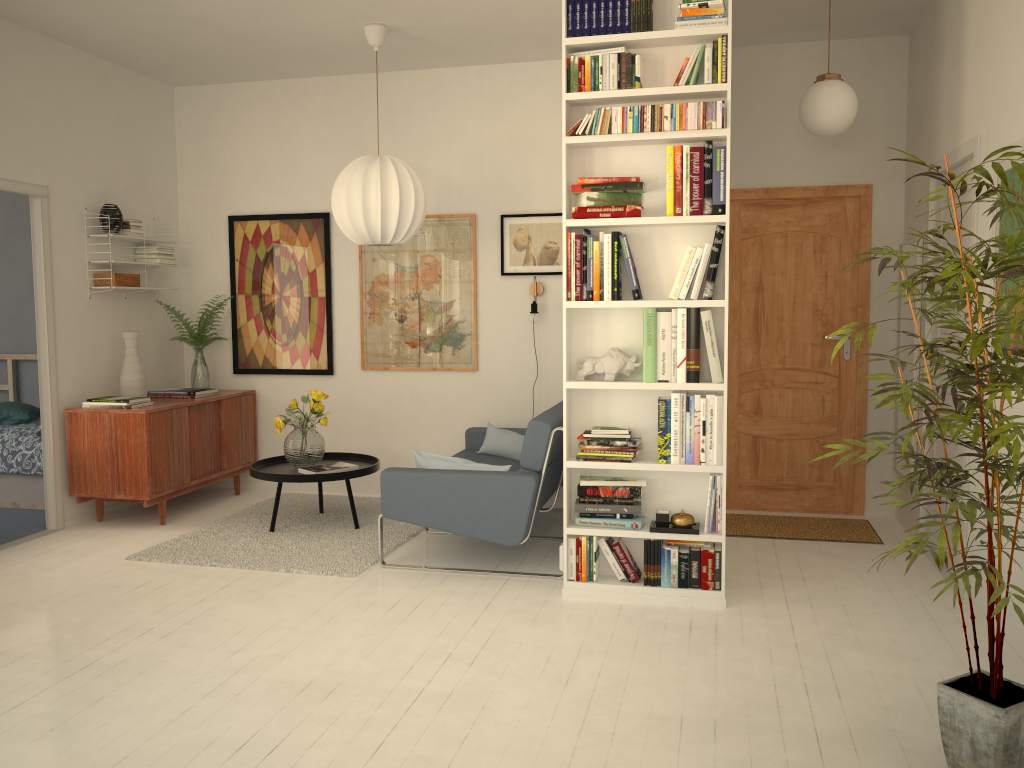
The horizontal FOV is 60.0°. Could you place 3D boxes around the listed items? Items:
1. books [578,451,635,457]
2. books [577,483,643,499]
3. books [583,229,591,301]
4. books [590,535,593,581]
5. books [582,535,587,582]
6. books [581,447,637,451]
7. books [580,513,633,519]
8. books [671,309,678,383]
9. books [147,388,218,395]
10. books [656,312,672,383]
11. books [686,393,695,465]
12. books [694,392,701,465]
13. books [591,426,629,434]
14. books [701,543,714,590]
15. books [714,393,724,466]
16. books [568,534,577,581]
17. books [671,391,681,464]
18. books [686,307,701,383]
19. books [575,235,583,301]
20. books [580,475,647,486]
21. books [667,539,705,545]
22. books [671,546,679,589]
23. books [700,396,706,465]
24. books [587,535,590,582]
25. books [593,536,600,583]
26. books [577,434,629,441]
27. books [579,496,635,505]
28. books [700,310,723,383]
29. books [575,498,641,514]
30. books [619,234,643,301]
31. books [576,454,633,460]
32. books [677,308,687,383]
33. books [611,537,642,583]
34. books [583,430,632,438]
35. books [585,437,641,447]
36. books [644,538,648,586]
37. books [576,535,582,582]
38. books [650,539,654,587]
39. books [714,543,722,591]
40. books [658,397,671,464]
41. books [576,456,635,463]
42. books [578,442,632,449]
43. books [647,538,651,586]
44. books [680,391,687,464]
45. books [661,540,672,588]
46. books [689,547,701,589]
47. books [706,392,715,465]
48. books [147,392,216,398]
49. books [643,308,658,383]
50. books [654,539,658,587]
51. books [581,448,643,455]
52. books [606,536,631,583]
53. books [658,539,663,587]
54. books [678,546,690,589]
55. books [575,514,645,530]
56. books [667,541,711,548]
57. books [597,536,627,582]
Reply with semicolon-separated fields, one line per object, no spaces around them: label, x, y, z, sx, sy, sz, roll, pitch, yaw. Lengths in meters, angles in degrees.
books;0.438;0.309;4.023;0.248;0.009;0.171;1;5;16
books;0.452;0.475;4.043;0.285;0.047;0.185;1;5;13
books;0.341;-0.531;3.988;0.021;0.317;0.179;1;5;13
books;0.380;0.780;4.091;0.021;0.215;0.174;1;5;13
books;0.345;0.784;4.085;0.020;0.210;0.185;1;5;13
books;0.443;0.285;4.027;0.250;0.008;0.135;0;5;10
books;0.436;0.584;4.070;0.241;0.024;0.168;0;5;8
books;0.728;-0.174;3.949;0.023;0.321;0.235;1;5;13
books;-2.213;0.050;5.971;0.368;0.020;0.255;1;5;16
books;0.681;-0.165;3.942;0.065;0.311;0.200;1;5;13
books;0.790;0.197;3.919;0.035;0.304;0.150;1;5;13
books;0.827;0.190;3.942;0.025;0.305;0.213;1;5;13
books;0.442;0.208;4.005;0.166;0.019;0.127;0;5;6
books;0.876;0.804;3.970;0.056;0.180;0.202;1;5;13
books;0.916;0.192;3.928;0.039;0.302;0.229;1;5;13
books;0.291;0.790;4.106;0.039;0.199;0.185;1;5;13
books;0.737;0.185;3.969;0.037;0.311;0.241;1;5;13
books;0.802;-0.175;3.912;0.056;0.327;0.202;1;5;13
books;0.315;-0.518;3.995;0.032;0.291;0.203;1;5;13
books;0.459;0.437;4.053;0.297;0.024;0.162;0;5;4
books;0.777;0.701;3.965;0.165;0.006;0.103;1;5;13
books;0.739;0.803;4.008;0.032;0.176;0.222;1;5;13
books;0.847;0.199;3.924;0.022;0.291;0.209;1;5;13
books;0.364;0.784;4.094;0.012;0.206;0.194;1;5;13
books;0.392;0.782;4.073;0.010;0.215;0.194;1;5;13
books;0.421;0.238;4.025;0.221;0.010;0.169;1;5;16
books;0.435;0.518;4.049;0.247;0.039;0.143;0;5;10
books;0.880;-0.168;3.901;0.099;0.315;0.229;1;5;13
books;0.440;0.554;4.051;0.297;0.039;0.165;0;5;8
books;0.534;-0.514;3.942;0.093;0.288;0.200;1;5;13
books;0.424;0.322;4.019;0.247;0.014;0.173;1;5;12
books;0.756;-0.174;3.928;0.037;0.324;0.240;1;5;13
books;0.525;0.796;4.046;0.131;0.188;0.136;1;5;13
books;0.436;0.224;4.029;0.212;0.017;0.165;1;5;11
books;0.464;0.257;4.023;0.235;0.025;0.163;1;5;20
books;0.614;0.783;4.025;0.015;0.214;0.202;1;5;13
books;0.323;0.786;4.095;0.026;0.206;0.187;1;5;13
books;0.642;0.784;4.013;0.015;0.214;0.202;1;5;13
books;0.923;0.804;3.977;0.032;0.176;0.230;1;5;13
books;0.689;0.200;3.970;0.057;0.283;0.200;1;5;13
books;0.430;0.333;4.021;0.247;0.009;0.170;1;5;16
books;0.423;0.277;4.013;0.238;0.012;0.120;0;5;8
books;0.630;0.782;4.029;0.015;0.214;0.202;1;5;13
books;0.769;0.186;3.965;0.027;0.310;0.229;1;5;13
books;0.705;0.801;4.021;0.044;0.179;0.224;1;5;13
books;0.829;0.806;4.002;0.050;0.170;0.221;1;5;13
books;0.874;0.193;3.906;0.037;0.307;0.161;1;5;13
books;-2.228;0.071;5.970;0.371;0.022;0.259;1;5;13
books;0.621;-0.176;3.951;0.056;0.328;0.229;1;5;13
books;0.658;0.783;4.017;0.015;0.214;0.202;1;5;13
books;0.467;0.295;4.042;0.255;0.014;0.197;2;5;23
books;0.492;0.793;4.046;0.118;0.192;0.118;1;5;13
books;0.674;0.783;4.019;0.015;0.214;0.202;1;5;13
books;0.778;0.810;3.999;0.048;0.163;0.209;1;5;13
books;0.460;0.619;4.067;0.297;0.038;0.204;1;5;18
books;0.794;0.708;3.981;0.193;0.011;0.130;1;5;13
books;0.464;0.788;4.059;0.135;0.200;0.134;1;5;13
